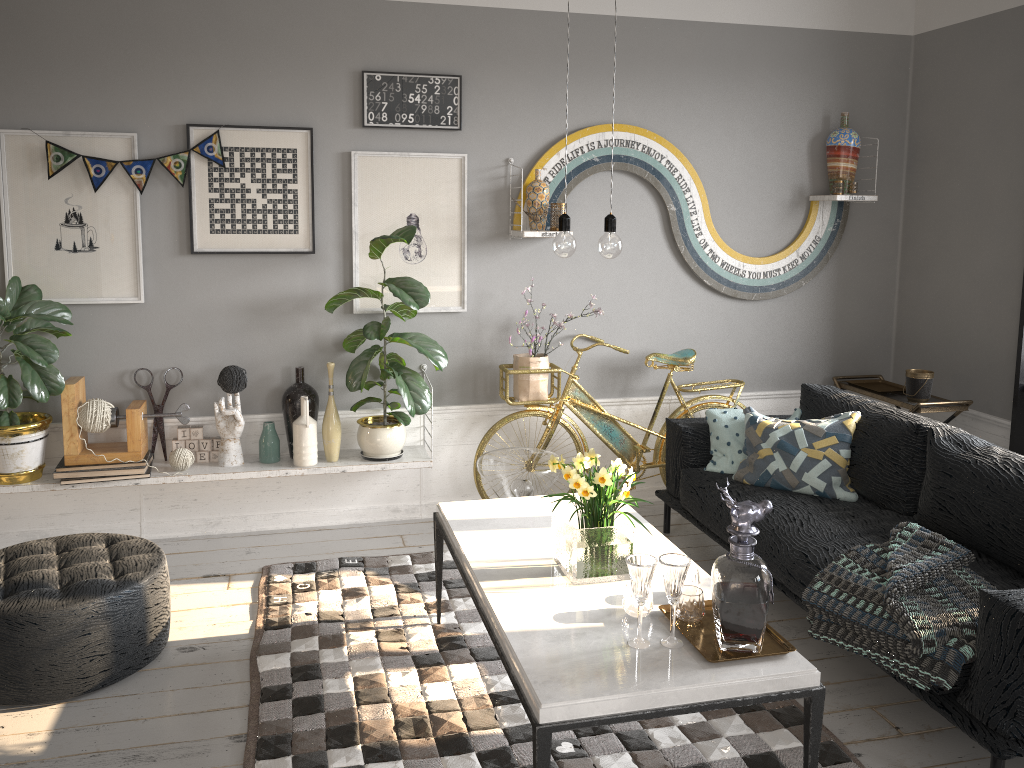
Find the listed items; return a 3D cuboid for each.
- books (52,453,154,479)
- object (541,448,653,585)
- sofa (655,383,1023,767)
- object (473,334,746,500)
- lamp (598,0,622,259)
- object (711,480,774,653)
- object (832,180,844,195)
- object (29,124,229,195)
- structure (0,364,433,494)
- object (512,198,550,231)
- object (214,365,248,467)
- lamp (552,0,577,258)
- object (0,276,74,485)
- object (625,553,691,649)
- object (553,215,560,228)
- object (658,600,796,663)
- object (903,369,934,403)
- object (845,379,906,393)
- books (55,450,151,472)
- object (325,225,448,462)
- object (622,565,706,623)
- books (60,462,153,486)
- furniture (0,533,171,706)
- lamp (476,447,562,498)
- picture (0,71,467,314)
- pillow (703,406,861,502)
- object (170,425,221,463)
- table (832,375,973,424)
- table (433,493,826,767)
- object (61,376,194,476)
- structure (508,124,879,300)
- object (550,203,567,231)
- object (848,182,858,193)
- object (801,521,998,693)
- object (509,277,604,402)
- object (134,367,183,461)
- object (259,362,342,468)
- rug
[{"bbox_3d":[-1.877,0.377,4.086,0.384,0.029,0.262,-2,11,-13],"label":"books"},{"bbox_3d":[0.259,0.399,2.736,0.325,0.348,0.355,-1,9,-12],"label":"object"},{"bbox_3d":[1.447,0.561,3.499,0.970,0.790,2.364,-2,11,-14],"label":"sofa"},{"bbox_3d":[0.605,0.226,4.682,1.628,0.961,0.430,-4,9,-23],"label":"object"},{"bbox_3d":[-0.166,-1.046,2.110,0.075,1.522,1.402,8,11,44],"label":"lamp"},{"bbox_3d":[0.587,0.462,2.252,0.156,0.413,0.149,1,8,5],"label":"object"},{"bbox_3d":[1.776,-1.067,4.816,0.060,0.078,0.060,-4,10,-25],"label":"object"},{"bbox_3d":[-1.764,-1.044,4.092,0.914,0.336,0.058,-2,8,-15],"label":"object"},{"bbox_3d":[-1.752,0.215,4.133,2.776,0.482,0.311,-2,9,-14],"label":"structure"},{"bbox_3d":[0.095,-0.842,4.400,0.197,0.164,0.060,4,8,19],"label":"object"},{"bbox_3d":[-1.336,0.150,4.217,0.155,0.479,0.137,-1,8,-14],"label":"object"},{"bbox_3d":[-0.301,-1.053,2.138,0.075,1.522,1.402,8,11,44],"label":"lamp"},{"bbox_3d":[-2.206,-0.038,3.889,0.511,0.955,0.550,-4,9,-29],"label":"object"},{"bbox_3d":[0.371,0.556,2.263,0.167,0.225,0.083,0,8,-3],"label":"object"},{"bbox_3d":[0.238,-0.827,4.535,0.062,0.081,0.063,-6,11,-38],"label":"object"},{"bbox_3d":[0.559,0.648,2.336,0.247,0.015,0.321,-2,11,-14],"label":"object"},{"bbox_3d":[2.115,0.013,4.606,0.142,0.159,0.139,4,10,23],"label":"object"},{"bbox_3d":[2.065,0.014,4.965,0.247,0.015,0.321,-2,11,-14],"label":"object"},{"bbox_3d":[-1.883,0.353,4.092,0.379,0.017,0.231,-3,12,-17],"label":"books"},{"bbox_3d":[-0.606,-0.198,4.308,0.568,1.140,0.419,4,9,25],"label":"object"},{"bbox_3d":[0.472,0.598,2.430,0.280,0.086,0.248,-7,13,-36],"label":"object"},{"bbox_3d":[-1.867,0.400,4.097,0.368,0.021,0.299,-3,12,-19],"label":"books"},{"bbox_3d":[-1.616,0.808,3.167,0.737,0.353,0.741,-5,12,-27],"label":"furniture"},{"bbox_3d":[0.040,0.548,4.363,0.433,0.433,0.436,3,10,16],"label":"lamp"},{"bbox_3d":[-3.278,-0.381,1.700,7.295,1.778,4.079,-2,11,-14],"label":"picture"},{"bbox_3d":[1.245,0.269,4.061,0.444,0.359,0.804,-5,12,-31],"label":"pillow"},{"bbox_3d":[-1.512,0.290,4.288,0.265,0.172,0.079,-1,8,-8],"label":"object"},{"bbox_3d":[2.099,0.352,4.858,0.339,0.673,0.749,-1,10,-14],"label":"table"},{"bbox_3d":[0.230,0.824,2.790,0.732,0.506,1.470,-2,11,-14],"label":"table"},{"bbox_3d":[-1.762,0.194,4.097,0.546,0.436,0.241,-2,9,-14],"label":"object"},{"bbox_3d":[0.990,-0.904,4.702,2.023,0.947,0.269,-2,8,-14],"label":"structure"},{"bbox_3d":[0.234,-0.839,4.450,0.086,0.138,0.086,-3,9,-21],"label":"object"},{"bbox_3d":[1.849,-1.064,4.800,0.050,0.058,0.050,-3,10,-24],"label":"object"},{"bbox_3d":[1.311,0.710,2.849,0.490,0.326,0.673,-3,11,-19],"label":"object"},{"bbox_3d":[0.226,-0.224,4.502,0.488,0.635,0.256,1,8,4],"label":"object"},{"bbox_3d":[-1.694,0.149,4.262,0.221,0.459,0.019,-1,8,-14],"label":"object"},{"bbox_3d":[-1.027,0.137,4.279,0.333,0.484,0.287,7,10,36],"label":"object"},{"bbox_3d":[0.020,1.023,2.999,1.770,0.034,2.552,-2,11,-14],"label":"rug"}]
